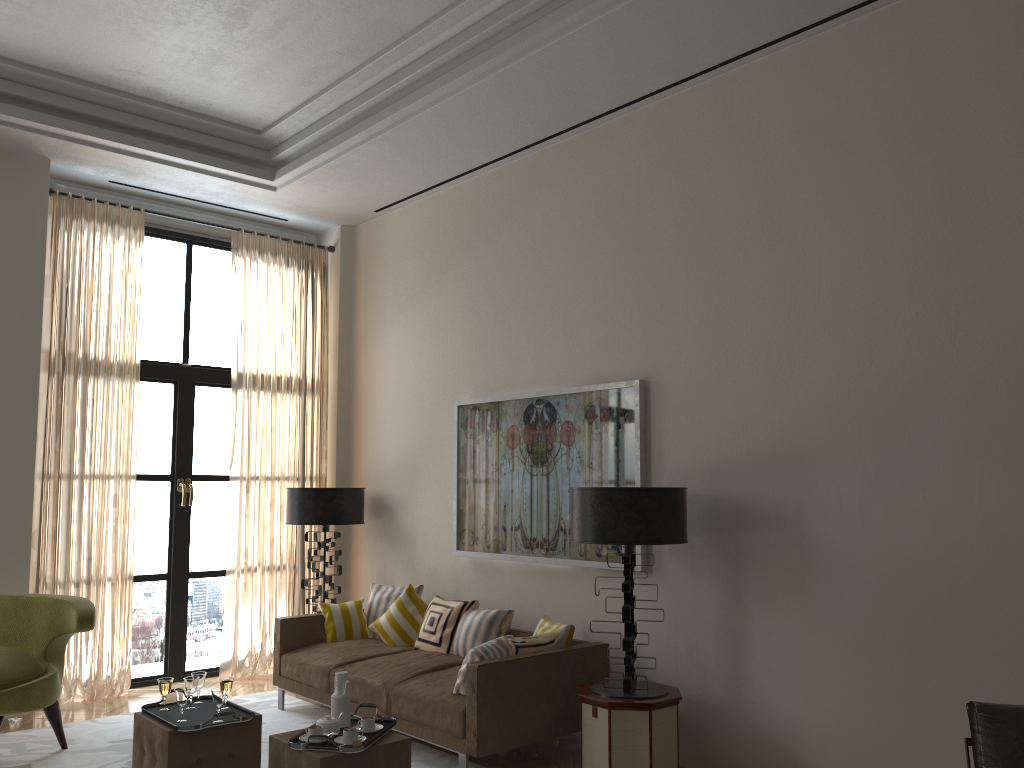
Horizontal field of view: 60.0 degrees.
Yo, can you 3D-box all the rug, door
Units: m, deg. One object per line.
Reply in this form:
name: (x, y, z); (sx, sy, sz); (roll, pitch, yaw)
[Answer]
rug: (-2.536, 2.555, 4.903); (5.525, 0.065, 5.740); (6, -9, -41)
door: (-3.480, 0.742, 9.417); (3.090, 4.755, 0.240); (5, -7, -41)

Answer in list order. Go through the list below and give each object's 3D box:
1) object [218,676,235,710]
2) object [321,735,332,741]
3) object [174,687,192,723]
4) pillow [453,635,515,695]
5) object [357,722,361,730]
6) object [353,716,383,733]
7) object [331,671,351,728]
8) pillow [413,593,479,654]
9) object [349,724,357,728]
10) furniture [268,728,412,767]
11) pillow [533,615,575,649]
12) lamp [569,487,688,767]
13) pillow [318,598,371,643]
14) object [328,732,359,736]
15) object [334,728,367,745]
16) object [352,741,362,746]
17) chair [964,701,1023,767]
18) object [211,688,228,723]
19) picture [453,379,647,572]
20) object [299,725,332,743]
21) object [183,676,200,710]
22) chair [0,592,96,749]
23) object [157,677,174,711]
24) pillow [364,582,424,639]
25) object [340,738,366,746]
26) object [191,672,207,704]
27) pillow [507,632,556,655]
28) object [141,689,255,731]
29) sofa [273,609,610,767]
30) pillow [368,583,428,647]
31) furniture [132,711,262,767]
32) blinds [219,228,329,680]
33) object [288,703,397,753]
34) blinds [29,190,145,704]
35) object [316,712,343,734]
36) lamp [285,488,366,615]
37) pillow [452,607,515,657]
object: (-1.810, 1.958, 5.610); (0.098, 0.191, 0.098); (2, -6, -16)
object: (-1.009, 1.927, 4.826); (0.052, 0.027, 0.080); (-1, -7, 6)
object: (-1.971, 1.921, 5.301); (0.098, 0.191, 0.098); (2, -6, -16)
pillow: (-0.211, 2.063, 6.461); (0.327, 0.427, 0.499); (-4, -7, 36)
object: (-0.884, 1.980, 5.128); (0.041, 0.015, 0.187); (0, -7, 0)
object: (-0.828, 1.954, 5.095); (0.176, 0.067, 0.176); (6, -9, -42)
object: (-1.002, 1.847, 5.193); (0.113, 0.304, 0.126); (1, -5, -5)
pillow: (-0.588, 2.172, 7.865); (0.404, 0.546, 0.618); (5, -8, -38)
object: (-0.920, 1.979, 5.132); (0.049, 0.025, 0.053); (-2, -7, 15)
furniture: (-0.968, 2.289, 4.957); (0.614, 0.614, 0.614); (5, -8, -41)
pillow: (0.278, 2.095, 6.964); (0.296, 0.474, 0.517); (2, -6, -20)
lamp: (0.818, 1.734, 6.183); (0.830, 2.013, 0.831); (5, -7, -41)
pillow: (-1.584, 2.281, 8.468); (0.483, 0.432, 0.318); (4, -7, -32)
object: (-0.936, 1.941, 4.928); (0.187, 0.026, 0.041); (5, -8, -33)
object: (-0.882, 1.923, 4.845); (0.176, 0.067, 0.176); (6, -9, -39)
object: (-0.830, 1.933, 4.758); (0.053, 0.025, 0.049); (5, -8, -39)
chair: (2.173, 1.814, 3.109); (0.877, 1.132, 1.137); (-1, -6, 13)
object: (-1.749, 1.920, 5.289); (0.098, 0.191, 0.098); (5, -7, -42)
picture: (0.243, 0.799, 7.671); (0.080, 1.476, 2.270); (5, -8, -43)
object: (-1.073, 1.910, 4.844); (0.176, 0.067, 0.176); (-3, -7, 24)
object: (-2.031, 1.958, 5.613); (0.098, 0.191, 0.098); (5, -7, -42)
chair: (-4.017, 2.210, 6.558); (1.791, 1.210, 1.032); (-2, -6, 16)
object: (-2.183, 1.953, 5.576); (0.098, 0.191, 0.098); (-3, -6, 31)
pillow: (-1.188, 2.238, 8.623); (0.624, 0.574, 0.356); (-3, -6, 27)
object: (-0.856, 1.937, 4.781); (0.041, 0.015, 0.187); (-5, -8, 35)
object: (-2.034, 1.975, 5.755); (0.098, 0.191, 0.098); (0, -6, 6)
pillow: (0.087, 2.092, 6.675); (0.465, 0.411, 0.304); (6, -8, -43)
object: (-1.948, 2.002, 5.489); (0.491, 0.091, 0.803); (6, -9, -41)
sofa: (-0.734, 2.502, 7.530); (1.353, 0.817, 2.984); (6, -9, -41)
pillow: (-0.984, 2.181, 8.276); (0.767, 0.615, 0.356); (0, -6, 2)
furniture: (-1.947, 2.348, 5.464); (0.614, 0.614, 0.614); (5, -8, -41)
blinds: (-2.621, 0.786, 9.875); (1.243, 4.861, 0.419); (4, -7, -39)
object: (-0.944, 1.936, 5.006); (0.441, 0.101, 0.722); (-1, -7, 12)
blinds: (-4.102, 0.628, 8.572); (0.961, 4.861, 0.420); (4, -7, -39)
object: (-1.044, 1.927, 5.029); (0.136, 0.105, 0.176); (-6, -9, 44)
lamp: (-1.981, 2.106, 9.343); (0.830, 2.013, 0.831); (4, -7, -37)
pillow: (-0.291, 2.206, 7.615); (0.660, 0.564, 0.371); (-6, -8, 44)
